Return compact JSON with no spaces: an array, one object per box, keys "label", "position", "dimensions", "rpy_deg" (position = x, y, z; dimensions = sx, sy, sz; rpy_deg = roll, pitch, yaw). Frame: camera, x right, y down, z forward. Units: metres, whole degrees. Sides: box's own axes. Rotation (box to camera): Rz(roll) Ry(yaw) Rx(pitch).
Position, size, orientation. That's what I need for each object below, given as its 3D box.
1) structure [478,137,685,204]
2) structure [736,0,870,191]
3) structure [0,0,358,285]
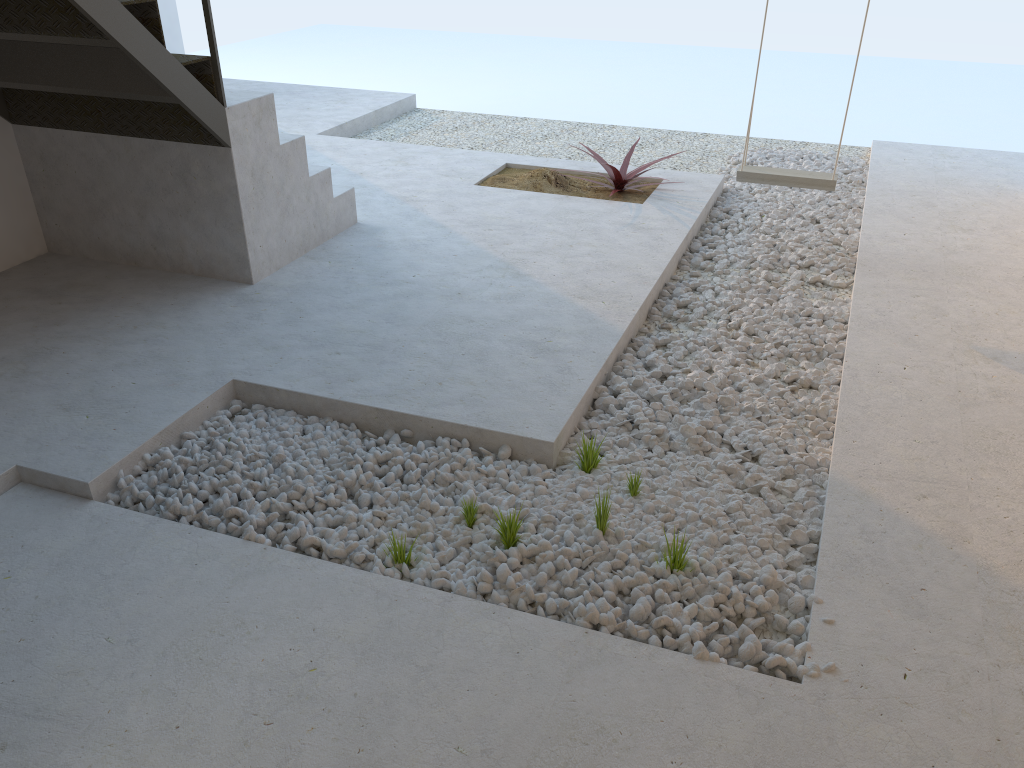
[{"label":"structure","position":[0.416,-1.258,5.229],"dimensions":[1.197,0.305,0.719],"rpy_deg":[11,31,17]},{"label":"structure","position":[1.331,-1.791,3.773],"dimensions":[0.460,1.948,0.124],"rpy_deg":[11,33,17]},{"label":"structure","position":[-2.476,-1.272,1.120],"dimensions":[1.152,4.120,6.308],"rpy_deg":[12,32,18]}]
